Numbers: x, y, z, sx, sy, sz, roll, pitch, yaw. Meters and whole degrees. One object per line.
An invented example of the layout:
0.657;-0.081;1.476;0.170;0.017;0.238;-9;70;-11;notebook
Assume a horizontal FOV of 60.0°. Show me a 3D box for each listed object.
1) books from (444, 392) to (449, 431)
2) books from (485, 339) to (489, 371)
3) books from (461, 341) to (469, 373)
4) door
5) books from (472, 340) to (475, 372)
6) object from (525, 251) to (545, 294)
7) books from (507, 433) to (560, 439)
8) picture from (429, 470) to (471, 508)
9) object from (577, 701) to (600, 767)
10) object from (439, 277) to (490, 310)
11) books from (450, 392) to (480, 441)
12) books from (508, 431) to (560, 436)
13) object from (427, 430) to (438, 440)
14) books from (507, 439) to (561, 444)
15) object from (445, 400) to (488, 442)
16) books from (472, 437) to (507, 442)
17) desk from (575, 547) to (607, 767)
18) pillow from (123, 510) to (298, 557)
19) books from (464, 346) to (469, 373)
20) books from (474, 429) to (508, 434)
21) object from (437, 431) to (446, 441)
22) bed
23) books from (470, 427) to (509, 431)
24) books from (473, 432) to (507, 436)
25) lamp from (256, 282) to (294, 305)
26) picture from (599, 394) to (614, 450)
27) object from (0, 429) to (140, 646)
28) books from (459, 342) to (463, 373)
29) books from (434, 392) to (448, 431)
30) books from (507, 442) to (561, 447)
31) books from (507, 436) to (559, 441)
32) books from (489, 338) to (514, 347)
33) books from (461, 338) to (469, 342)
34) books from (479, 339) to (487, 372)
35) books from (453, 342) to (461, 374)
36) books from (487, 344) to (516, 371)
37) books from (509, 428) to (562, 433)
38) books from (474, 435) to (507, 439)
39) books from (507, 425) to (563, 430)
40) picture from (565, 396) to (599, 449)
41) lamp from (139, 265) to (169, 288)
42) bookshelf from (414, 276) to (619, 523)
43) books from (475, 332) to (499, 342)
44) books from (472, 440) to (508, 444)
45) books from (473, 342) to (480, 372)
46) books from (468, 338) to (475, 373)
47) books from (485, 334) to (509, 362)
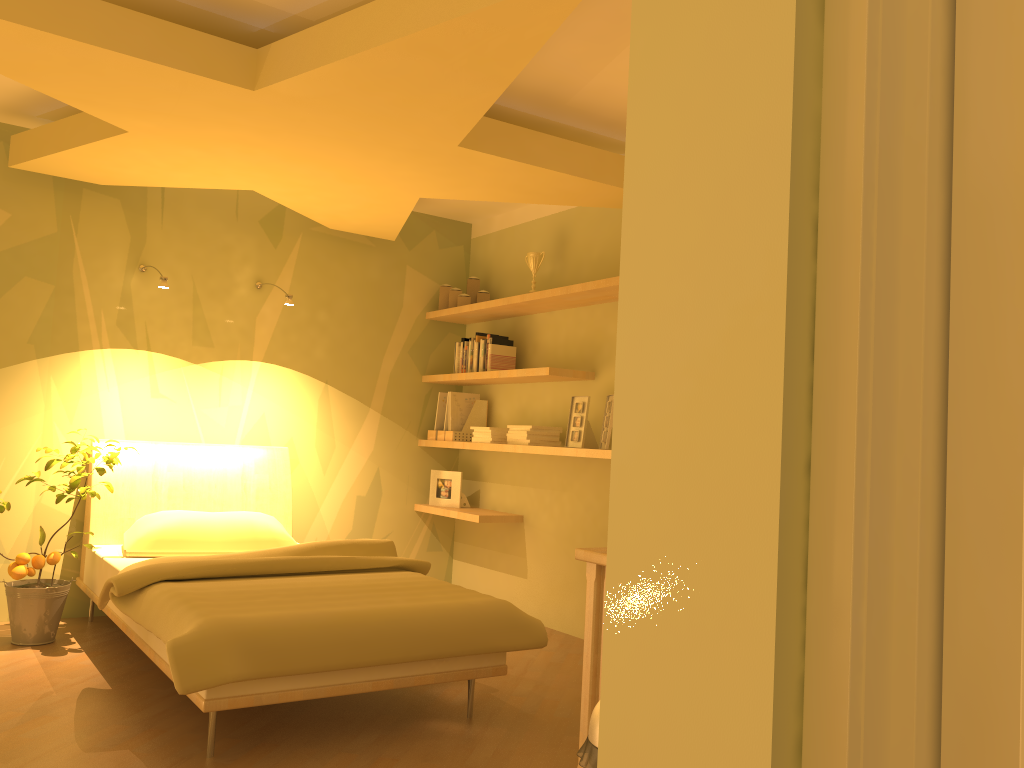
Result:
-0.316;0.203;5.424;0.214;0.297;0.048;6;-5;-34;books
-0.084;-0.154;5.143;0.157;0.198;0.022;6;-5;-34;books
-0.231;-0.150;5.357;0.157;0.203;0.032;6;-5;-34;books
0.782;0.080;0.867;0.098;2.033;0.884;6;-5;-34;door
-0.165;-0.153;5.263;0.155;0.203;0.017;6;-5;-34;books
0.123;-0.594;4.932;0.160;0.268;0.095;1;-4;26;object
0.111;0.280;4.785;0.190;0.015;0.270;5;-4;-24;books
-0.385;0.643;5.448;0.247;0.219;0.131;1;-5;33;picture
0.248;0.844;1.720;0.248;0.535;0.255;3;-4;0;object
-0.296;-0.559;5.501;0.234;0.229;0.349;6;-5;-33;object
-0.284;0.202;5.382;0.210;0.296;0.043;6;-5;-34;books
0.115;0.265;4.780;0.190;0.015;0.270;5;-4;-21;books
-0.400;0.227;5.547;0.236;0.259;0.087;6;-5;-40;object
0.117;0.311;4.784;0.190;0.015;0.270;5;-4;-27;books
-0.274;0.222;5.364;0.236;0.259;0.087;6;-5;-34;object
-0.063;0.319;5.053;0.270;0.015;0.190;6;-5;-38;books
0.906;0.832;2.391;1.396;0.720;0.684;6;-5;-34;desk
-1.448;0.733;4.304;0.801;0.213;0.482;5;-4;-24;pillow
-0.217;-0.135;5.334;0.157;0.172;0.021;6;-5;-34;books
-0.053;0.275;5.054;0.270;0.015;0.190;5;-5;-32;books
-0.328;0.224;5.443;0.236;0.259;0.087;6;-5;-34;object
-1.064;0.729;3.723;1.286;0.894;2.378;6;-5;-34;bed
-0.074;0.259;5.061;0.270;0.015;0.190;6;-5;-37;books
-0.059;0.289;5.048;0.270;0.015;0.190;6;-5;-35;books
-1.279;-0.491;4.768;0.050;0.178;0.533;6;-5;-34;lamp
0.518;0.186;4.234;0.171;0.264;0.134;4;-4;-8;picture
-2.133;0.656;3.871;0.828;0.944;0.372;6;-5;-41;object
-0.247;-0.147;5.379;0.157;0.198;0.022;6;-5;-34;books
-0.386;0.206;5.529;0.214;0.297;0.048;6;-5;-40;books
0.116;0.326;4.783;0.190;0.015;0.270;5;-4;-24;books
0.112;0.295;4.778;0.190;0.015;0.270;5;-4;-22;books
-0.069;-0.157;5.121;0.157;0.203;0.032;6;-5;-34;books
-0.253;-0.160;5.408;0.138;0.229;0.032;6;-5;-34;books
-0.120;-0.155;5.195;0.157;0.203;0.040;6;-5;-34;books
-0.282;-0.148;5.431;0.157;0.203;0.040;6;-5;-34;books
-0.061;-0.139;5.087;0.178;0.163;0.032;6;-5;-34;books
0.126;0.252;4.801;0.190;0.015;0.270;5;-4;-24;books
-0.055;0.304;5.049;0.270;0.015;0.190;6;-5;-33;books
0.121;0.236;4.789;0.190;0.015;0.270;5;-4;-29;books
0.382;0.197;4.507;0.171;0.264;0.134;6;-5;-35;picture
-1.788;-0.541;4.421;0.050;0.178;0.533;6;-5;-34;lamp
0.285;0.147;4.564;0.300;1.240;2.605;6;-5;-34;bookshelf
-0.154;-0.175;5.248;0.157;0.247;0.021;6;-5;-34;books
-0.064;0.334;5.052;0.270;0.015;0.190;6;-5;-35;books
-0.147;-0.145;5.219;0.173;0.184;0.032;6;-5;-34;books
-0.185;-0.159;5.283;0.166;0.217;0.038;6;-5;-34;books
-0.091;-0.168;5.171;0.138;0.229;0.032;6;-5;-34;books
